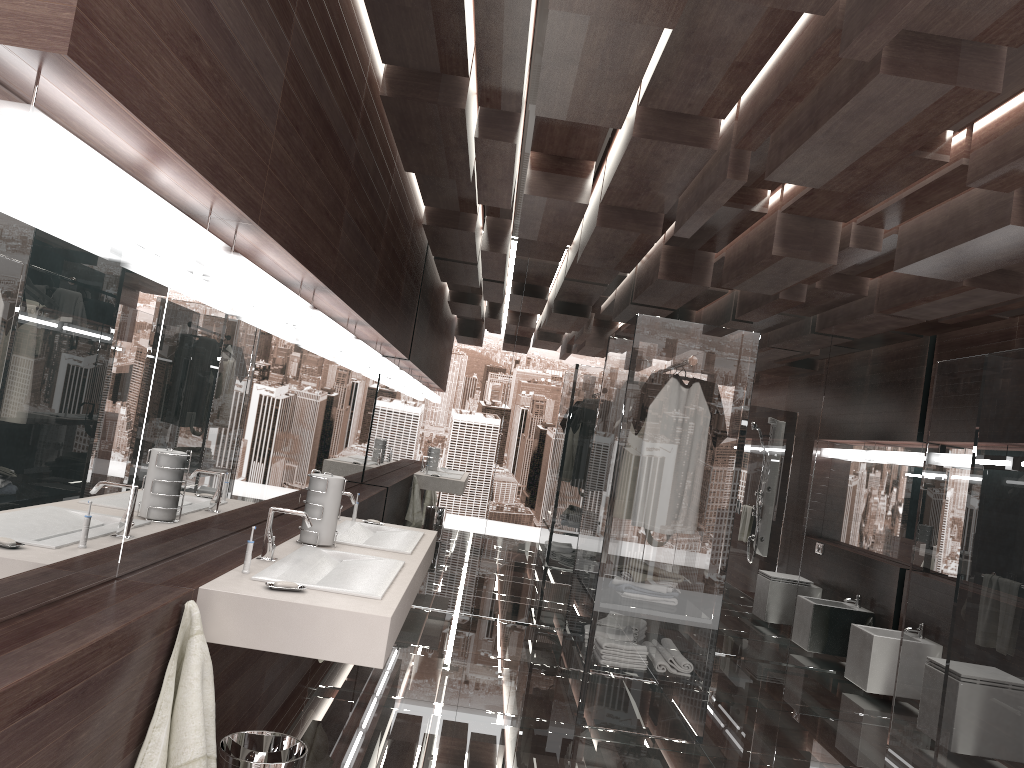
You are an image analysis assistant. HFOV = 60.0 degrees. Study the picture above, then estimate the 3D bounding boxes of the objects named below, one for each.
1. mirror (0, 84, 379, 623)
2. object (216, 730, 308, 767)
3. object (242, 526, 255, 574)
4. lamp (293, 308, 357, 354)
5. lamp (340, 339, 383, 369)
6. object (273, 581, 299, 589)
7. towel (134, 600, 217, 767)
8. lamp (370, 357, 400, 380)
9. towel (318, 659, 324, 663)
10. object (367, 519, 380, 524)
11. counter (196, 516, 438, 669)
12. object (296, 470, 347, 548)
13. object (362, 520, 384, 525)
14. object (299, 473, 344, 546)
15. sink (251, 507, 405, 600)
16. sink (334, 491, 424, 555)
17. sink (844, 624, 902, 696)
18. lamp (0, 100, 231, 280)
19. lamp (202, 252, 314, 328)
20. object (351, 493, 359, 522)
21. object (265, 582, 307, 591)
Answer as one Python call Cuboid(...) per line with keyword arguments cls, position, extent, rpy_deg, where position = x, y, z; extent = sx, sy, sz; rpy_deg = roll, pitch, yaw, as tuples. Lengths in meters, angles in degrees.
Cuboid(cls="mirror", position=(1.093, 0.432, 3.766), extent=(4.126, 0.916, 5.081), rpy_deg=(9, -3, -1))
Cuboid(cls="object", position=(-0.705, 1.163, 2.406), extent=(0.237, 0.358, 0.237), rpy_deg=(7, -4, 31))
Cuboid(cls="object", position=(-0.739, 0.466, 2.497), extent=(0.022, 0.132, 0.022), rpy_deg=(10, -4, -19))
Cuboid(cls="lamp", position=(-0.776, -0.217, 3.754), extent=(0.082, 0.082, 0.950), rpy_deg=(9, -3, -1))
Cuboid(cls="lamp", position=(-0.801, -0.159, 4.790), extent=(0.082, 0.082, 0.950), rpy_deg=(9, -3, -1))
Cuboid(cls="object", position=(-0.600, 0.535, 2.357), extent=(0.066, 0.016, 0.035), rpy_deg=(11, -4, -24))
Cuboid(cls="towel", position=(-0.753, 0.864, 2.084), extent=(0.156, 0.678, 0.368), rpy_deg=(9, -3, -1))
Cuboid(cls="lamp", position=(-0.825, -0.104, 5.798), extent=(0.082, 0.082, 0.950), rpy_deg=(9, -3, -1))
Cuboid(cls="towel", position=(-0.804, 0.983, 4.226), extent=(0.156, 0.678, 0.368), rpy_deg=(9, -3, -1))
Cuboid(cls="object", position=(-0.633, 0.630, 4.053), extent=(0.066, 0.016, 0.035), rpy_deg=(8, -4, 19))
Cuboid(cls="counter", position=(-0.578, 0.667, 3.199), extent=(0.488, 0.131, 1.954), rpy_deg=(9, -3, -1))
Cuboid(cls="object", position=(-0.694, 0.451, 3.219), extent=(0.136, 0.261, 0.145), rpy_deg=(6, -5, 43))
Cuboid(cls="object", position=(-0.634, 0.636, 4.053), extent=(0.108, 0.011, 0.065), rpy_deg=(8, -4, 20))
Cuboid(cls="object", position=(-0.689, 0.453, 3.214), extent=(0.124, 0.246, 0.128), rpy_deg=(10, -4, -19))
Cuboid(cls="sink", position=(-0.566, 0.509, 2.758), extent=(0.427, 0.193, 0.681), rpy_deg=(9, -3, -1))
Cuboid(cls="sink", position=(-0.588, 0.559, 3.655), extent=(0.427, 0.193, 0.681), rpy_deg=(9, -3, -1))
Cuboid(cls="sink", position=(2.501, 1.770, 5.797), extent=(0.469, 0.456, 0.357), rpy_deg=(9, -3, -1))
Cuboid(cls="lamp", position=(-0.727, -0.330, 1.710), extent=(0.082, 0.082, 0.950), rpy_deg=(9, -3, -1))
Cuboid(cls="lamp", position=(-0.752, -0.274, 2.728), extent=(0.082, 0.082, 0.950), rpy_deg=(9, -3, -1))
Cuboid(cls="object", position=(-0.709, 0.562, 4.026), extent=(0.022, 0.132, 0.022), rpy_deg=(7, -4, 36))
Cuboid(cls="object", position=(-0.602, 0.541, 2.357), extent=(0.108, 0.011, 0.065), rpy_deg=(10, -4, -23))
